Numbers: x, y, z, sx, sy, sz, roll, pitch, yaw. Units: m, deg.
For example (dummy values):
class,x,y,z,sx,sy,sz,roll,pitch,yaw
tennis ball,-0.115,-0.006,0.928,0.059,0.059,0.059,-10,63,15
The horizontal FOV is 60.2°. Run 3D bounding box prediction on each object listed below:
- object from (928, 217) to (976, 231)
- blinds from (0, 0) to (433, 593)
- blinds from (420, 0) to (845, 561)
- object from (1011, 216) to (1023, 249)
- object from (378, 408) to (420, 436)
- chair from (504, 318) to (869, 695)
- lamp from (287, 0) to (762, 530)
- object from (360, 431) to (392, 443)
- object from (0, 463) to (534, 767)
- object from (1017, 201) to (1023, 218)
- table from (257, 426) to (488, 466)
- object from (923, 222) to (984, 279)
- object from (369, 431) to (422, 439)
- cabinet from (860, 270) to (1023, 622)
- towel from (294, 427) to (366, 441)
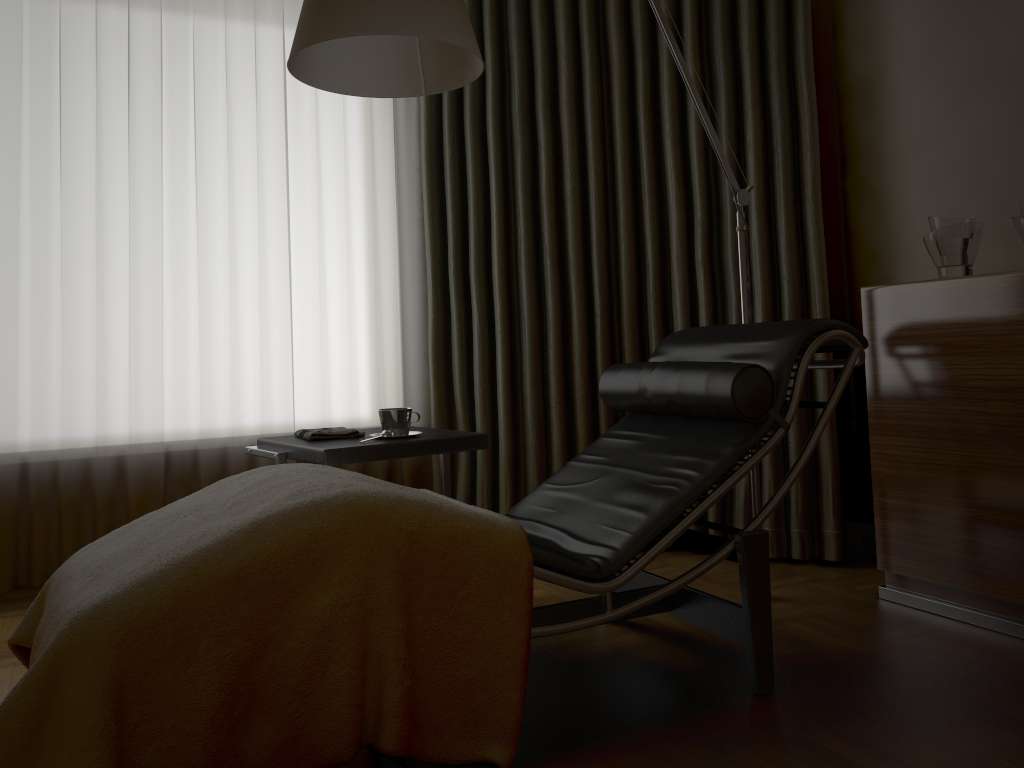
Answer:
class,x,y,z,sx,sy,sz,roll,pitch,yaw
object,1.242,-0.405,2.486,0.122,0.150,0.122,-1,-2,-44
blinds,-1.317,-0.496,3.116,2.197,2.301,0.092,-2,-3,-26
blinds,0.355,-0.629,3.304,1.530,2.463,0.224,-3,-3,19
object,1.361,-0.363,2.243,0.156,0.155,0.155,-2,-1,-36
object,-0.326,0.110,2.519,0.111,0.079,0.097,-2,0,-25
chair,-0.023,0.276,1.980,1.789,0.801,0.633,-3,-1,-26
lamp,0.174,-0.282,2.206,1.415,1.975,0.449,-2,-3,-22
object,-0.376,0.144,2.424,0.029,0.019,0.123,-2,2,33
object,-0.499,0.451,1.754,0.909,0.522,0.915,-3,1,-26
object,1.359,-0.402,2.245,0.122,0.150,0.122,-3,-2,44
table,-0.418,0.174,2.593,0.500,0.045,0.516,-4,2,-35
object,1.243,-0.367,2.484,0.155,0.155,0.155,-2,-1,21
object,-0.330,0.146,2.514,0.150,0.009,0.149,-3,2,-21
cabinet,1.585,0.150,1.894,0.416,0.864,1.669,-1,0,-26
towel,-0.541,0.146,2.621,0.179,0.035,0.240,-3,2,-22
